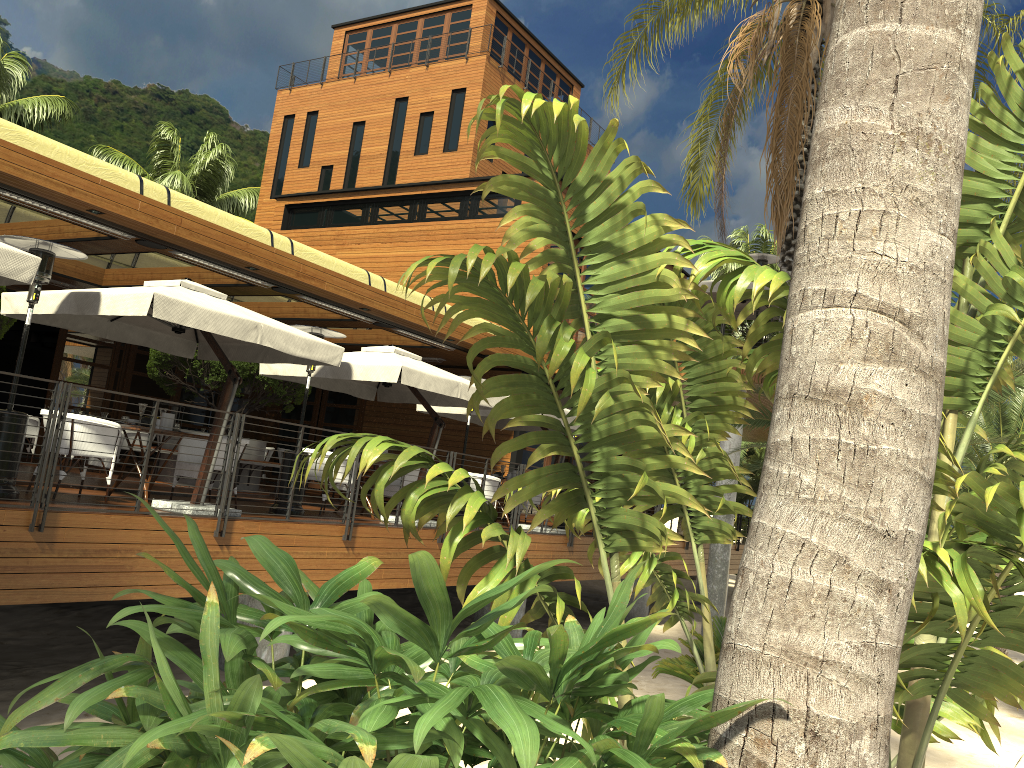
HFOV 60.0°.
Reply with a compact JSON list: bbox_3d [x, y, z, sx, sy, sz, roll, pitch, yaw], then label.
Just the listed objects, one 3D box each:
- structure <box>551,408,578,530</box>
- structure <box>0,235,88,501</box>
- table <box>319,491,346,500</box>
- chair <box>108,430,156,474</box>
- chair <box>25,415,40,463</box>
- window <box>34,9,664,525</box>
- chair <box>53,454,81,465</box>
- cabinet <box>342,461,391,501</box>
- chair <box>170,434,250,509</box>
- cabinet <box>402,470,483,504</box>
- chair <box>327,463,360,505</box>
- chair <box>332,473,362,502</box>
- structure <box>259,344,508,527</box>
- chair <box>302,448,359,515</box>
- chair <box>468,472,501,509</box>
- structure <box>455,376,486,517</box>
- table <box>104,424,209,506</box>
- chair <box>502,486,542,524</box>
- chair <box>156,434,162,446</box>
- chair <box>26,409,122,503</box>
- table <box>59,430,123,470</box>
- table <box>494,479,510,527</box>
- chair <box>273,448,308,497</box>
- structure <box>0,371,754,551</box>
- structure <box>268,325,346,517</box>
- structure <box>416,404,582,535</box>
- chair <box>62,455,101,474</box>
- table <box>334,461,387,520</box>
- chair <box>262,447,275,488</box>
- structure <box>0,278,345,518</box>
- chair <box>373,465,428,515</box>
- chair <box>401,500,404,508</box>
[{"bbox_3d":[1.033,1.516,15.828,0.699,2.198,0.697,5,-8,20],"label":"structure"},{"bbox_3d":[-4.144,-0.147,7.447,0.699,2.198,0.697,5,-8,20],"label":"structure"},{"bbox_3d":[-3.084,1.724,16.002,1.166,0.751,1.163,2,-9,37],"label":"table"},{"bbox_3d":[-6.452,1.154,15.129,0.615,0.790,0.627,13,-9,-36],"label":"chair"},{"bbox_3d":[-7.946,0.841,14.144,0.615,0.790,0.627,13,-9,-36],"label":"chair"},{"bbox_3d":[-2.873,-6.347,21.701,14.494,18.006,38.313,6,-7,10],"label":"window"},{"bbox_3d":[-7.621,1.029,15.391,0.626,0.790,0.616,13,-9,-36],"label":"chair"},{"bbox_3d":[-2.778,2.030,18.629,1.611,0.840,0.555,3,-8,32],"label":"cabinet"},{"bbox_3d":[-3.266,0.943,9.643,0.628,0.790,0.615,3,-9,33],"label":"chair"},{"bbox_3d":[-1.405,2.113,17.767,1.611,0.840,0.555,3,-8,32],"label":"cabinet"},{"bbox_3d":[-2.876,1.635,15.158,0.627,0.790,0.615,9,-7,-12],"label":"chair"},{"bbox_3d":[-3.111,1.793,16.795,0.627,0.790,0.615,9,-7,-12],"label":"chair"},{"bbox_3d":[-1.766,0.616,11.852,2.414,2.338,2.407,3,-8,32],"label":"structure"},{"bbox_3d":[-2.354,1.241,11.166,0.628,0.790,0.615,3,-9,33],"label":"chair"},{"bbox_3d":[-0.589,1.808,14.024,0.628,0.790,0.615,3,-9,33],"label":"chair"},{"bbox_3d":[-0.697,0.961,13.027,0.699,2.198,0.697,5,-8,20],"label":"structure"},{"bbox_3d":[-3.705,0.819,8.925,0.932,0.751,0.929,3,-8,32],"label":"table"},{"bbox_3d":[0.235,2.067,15.311,0.628,0.790,0.615,3,-9,33],"label":"chair"},{"bbox_3d":[-6.616,1.366,17.137,0.616,0.790,0.626,9,-7,-12],"label":"chair"},{"bbox_3d":[-4.120,0.674,8.307,0.628,0.790,0.615,3,-9,33],"label":"chair"},{"bbox_3d":[-7.134,1.034,14.713,1.166,0.751,1.163,6,-7,12],"label":"table"},{"bbox_3d":[-0.201,1.945,14.598,0.932,0.751,0.929,3,-8,32],"label":"table"},{"bbox_3d":[-3.936,1.569,15.812,0.616,0.790,0.626,9,-7,-12],"label":"chair"},{"bbox_3d":[-0.422,1.572,11.982,0.163,1.156,26.193,3,-8,32],"label":"structure"},{"bbox_3d":[-2.423,0.406,10.233,0.699,2.198,0.697,5,-8,20],"label":"structure"},{"bbox_3d":[-0.021,1.177,14.677,2.414,2.338,2.407,3,-8,32],"label":"structure"},{"bbox_3d":[-6.717,0.987,13.995,0.626,0.790,0.616,13,-9,-36],"label":"chair"},{"bbox_3d":[-1.955,1.382,11.758,0.932,0.751,0.929,3,-8,32],"label":"table"},{"bbox_3d":[-5.039,1.611,17.435,0.616,0.790,0.626,9,-7,-12],"label":"chair"},{"bbox_3d":[-3.510,0.056,9.027,2.414,2.338,2.407,3,-8,32],"label":"structure"},{"bbox_3d":[-1.531,1.500,12.452,0.628,0.790,0.615,3,-9,33],"label":"chair"},{"bbox_3d":[-2.154,1.836,16.066,0.616,0.790,0.626,9,-7,-12],"label":"chair"}]
